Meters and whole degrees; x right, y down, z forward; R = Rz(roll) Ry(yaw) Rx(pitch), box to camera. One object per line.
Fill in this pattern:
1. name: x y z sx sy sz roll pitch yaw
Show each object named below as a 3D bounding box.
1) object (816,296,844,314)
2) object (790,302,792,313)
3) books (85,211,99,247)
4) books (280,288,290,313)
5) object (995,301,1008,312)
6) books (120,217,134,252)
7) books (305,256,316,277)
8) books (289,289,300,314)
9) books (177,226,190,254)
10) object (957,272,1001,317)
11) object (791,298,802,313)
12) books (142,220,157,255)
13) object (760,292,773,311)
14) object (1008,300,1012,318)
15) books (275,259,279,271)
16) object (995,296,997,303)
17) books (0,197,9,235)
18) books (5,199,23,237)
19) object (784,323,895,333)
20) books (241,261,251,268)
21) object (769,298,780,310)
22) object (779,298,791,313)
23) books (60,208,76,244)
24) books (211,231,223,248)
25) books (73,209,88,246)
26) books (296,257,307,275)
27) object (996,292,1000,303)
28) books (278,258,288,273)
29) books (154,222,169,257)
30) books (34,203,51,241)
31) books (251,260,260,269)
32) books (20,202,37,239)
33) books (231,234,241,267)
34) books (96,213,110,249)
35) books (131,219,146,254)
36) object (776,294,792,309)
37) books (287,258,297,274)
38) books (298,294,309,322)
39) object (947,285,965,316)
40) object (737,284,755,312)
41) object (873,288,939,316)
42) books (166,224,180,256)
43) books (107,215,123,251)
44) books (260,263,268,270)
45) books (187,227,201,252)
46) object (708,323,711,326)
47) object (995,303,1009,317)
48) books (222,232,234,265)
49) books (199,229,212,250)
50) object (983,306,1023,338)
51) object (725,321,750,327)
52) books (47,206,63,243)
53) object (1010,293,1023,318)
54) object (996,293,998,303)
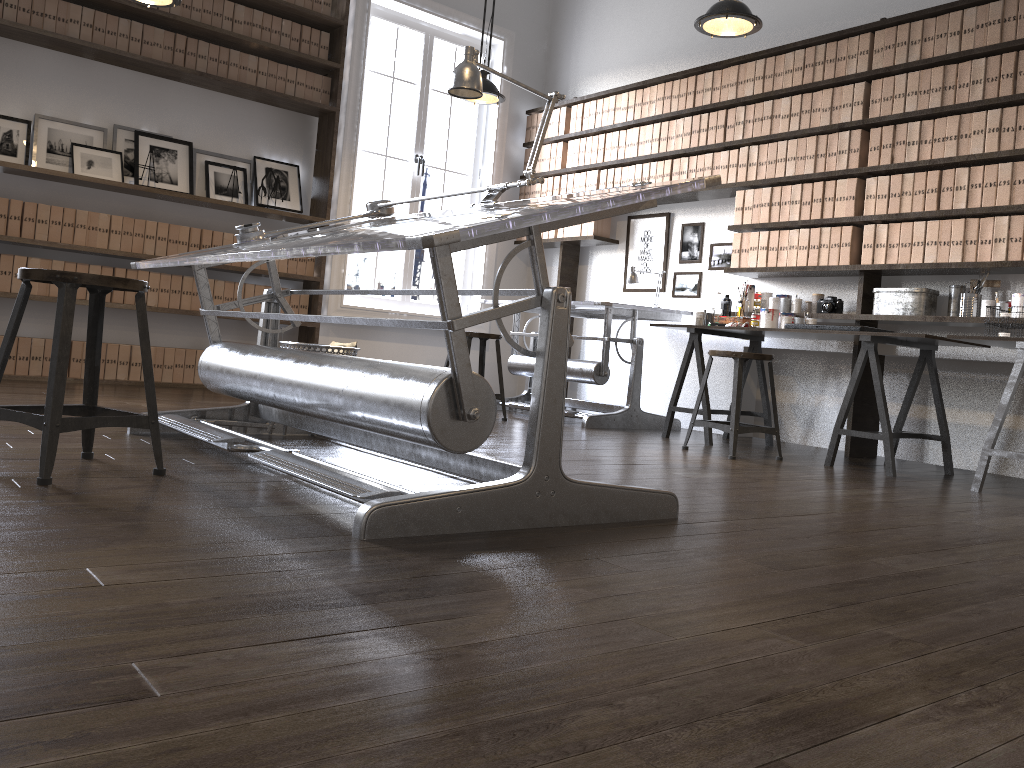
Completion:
1. object: 1.831 -0.455 5.130 0.091 0.109 0.171 5 1 -38
2. object: 1.717 -0.455 5.395 0.054 0.080 0.054 5 0 -11
3. books: -2.643 -0.957 5.533 0.066 0.226 0.175 6 0 -38
4. books: -1.657 -0.573 6.330 0.066 0.226 0.175 6 0 -38
5. object: 2.456 -0.366 4.436 0.062 0.093 0.063 5 0 14
6. books: -2.482 -0.947 5.660 0.066 0.226 0.175 6 0 -38
7. books: -1.498 -0.886 6.430 0.067 0.226 0.175 6 0 -38
8. books: -1.601 -0.570 6.374 0.066 0.226 0.175 6 0 -38
9. books: -2.210 -0.930 5.874 0.066 0.226 0.175 6 0 -38
10. object: 2.377 -0.465 4.521 0.182 0.272 0.156 5 0 36
11. object: 1.705 -0.464 5.309 0.062 0.094 0.061 5 0 37
12. books: -2.372 -0.940 5.745 0.066 0.226 0.175 6 0 -38
13. object: 1.586 -0.505 5.522 0.070 0.130 0.070 5 0 0
14. object: 2.473 -0.363 4.380 0.044 0.101 0.045 5 -1 -36
15. books: -1.712 -0.899 6.265 0.066 0.226 0.175 6 0 -38
16. object: 2.396 -0.381 4.367 0.004 0.103 0.035 6 -1 -43
17. books: -3.032 -0.981 5.228 0.066 0.226 0.175 6 0 -38
18. books: -2.971 -0.977 5.269 0.067 0.226 0.175 6 0 -38
19. object: 1.672 -0.275 4.535 0.311 0.033 0.447 4 3 -38
20. books: -1.868 -0.909 6.146 0.066 0.226 0.175 6 0 -38
21. object: 1.595 -0.476 5.390 0.062 0.094 0.061 5 0 37
22. object: 1.649 -0.470 5.345 0.063 0.093 0.063 5 0 37
23. books: -2.749 -0.963 5.451 0.066 0.226 0.175 6 0 -38
24. books: -2.035 -0.919 6.015 0.066 0.226 0.175 6 0 -38
25. books: -2.692 -0.960 5.488 0.067 0.226 0.175 6 0 -38
26. books: -1.553 -0.890 6.396 0.066 0.226 0.175 6 0 -38
27. object: 2.411 -0.393 4.381 0.041 0.125 0.008 4 -1 40
28. books: -1.659 -0.896 6.305 0.067 0.226 0.175 6 0 -38
29. books: -2.313 -0.936 5.787 0.066 0.226 0.175 6 0 -38
30. books: -2.857 -0.970 5.360 0.066 0.226 0.175 6 0 -38
31. books: -1.812 -0.905 6.183 0.067 0.226 0.175 6 0 -38
32. books: -2.916 -0.974 5.320 0.066 0.226 0.175 6 0 -38
33. books: -1.924 -0.913 6.102 0.066 0.226 0.175 6 0 -38
34. books: -2.593 -0.954 5.570 0.066 0.226 0.175 6 0 -38
35. books: -2.429 -0.944 5.705 0.066 0.226 0.175 6 0 -38
36. object: 1.675 -0.485 5.470 0.094 0.128 0.095 5 0 -8
37. books: -1.607 -0.893 6.351 0.066 0.226 0.175 6 0 -38
38. books: -1.543 -0.566 6.414 0.066 0.226 0.175 6 0 -38
39. object: 2.347 -0.425 4.680 0.079 0.188 0.078 5 -1 31
40. object: 1.466 -0.534 5.558 0.107 0.177 0.107 5 0 -37
41. object: 2.133 -0.437 4.810 0.192 0.152 0.318 4 2 -39
42. books: -2.257 -0.933 5.831 0.067 0.226 0.175 6 0 -38
43. books: -2.535 -0.950 5.614 0.067 0.226 0.175 6 0 -38
44. books: -1.763 -0.903 6.228 0.066 0.226 0.175 6 0 -38
45. books: -2.152 -0.927 5.923 0.066 0.226 0.175 6 0 -38
46. object: 1.207 -0.349 5.344 0.049 0.037 0.049 4 1 -42
47. object: 2.469 -0.360 4.391 0.181 0.093 0.062 4 0 -24
48. books: -1.977 -0.916 6.055 0.066 0.226 0.175 6 0 -38
49. books: -2.091 -0.923 5.964 0.067 0.226 0.175 6 0 -38
50. object: 2.320 -0.264 4.059 0.283 0.161 0.204 4 1 -38
51. object: 1.291 -0.336 5.102 0.132 0.050 0.197 5 2 -9
52. books: -2.804 -0.967 5.407 0.066 0.226 0.175 6 0 -38
53. object: 2.484 -0.372 4.312 0.094 0.128 0.095 5 0 -32
54. object: 2.404 -0.386 4.382 0.004 0.127 0.028 6 -1 -40
